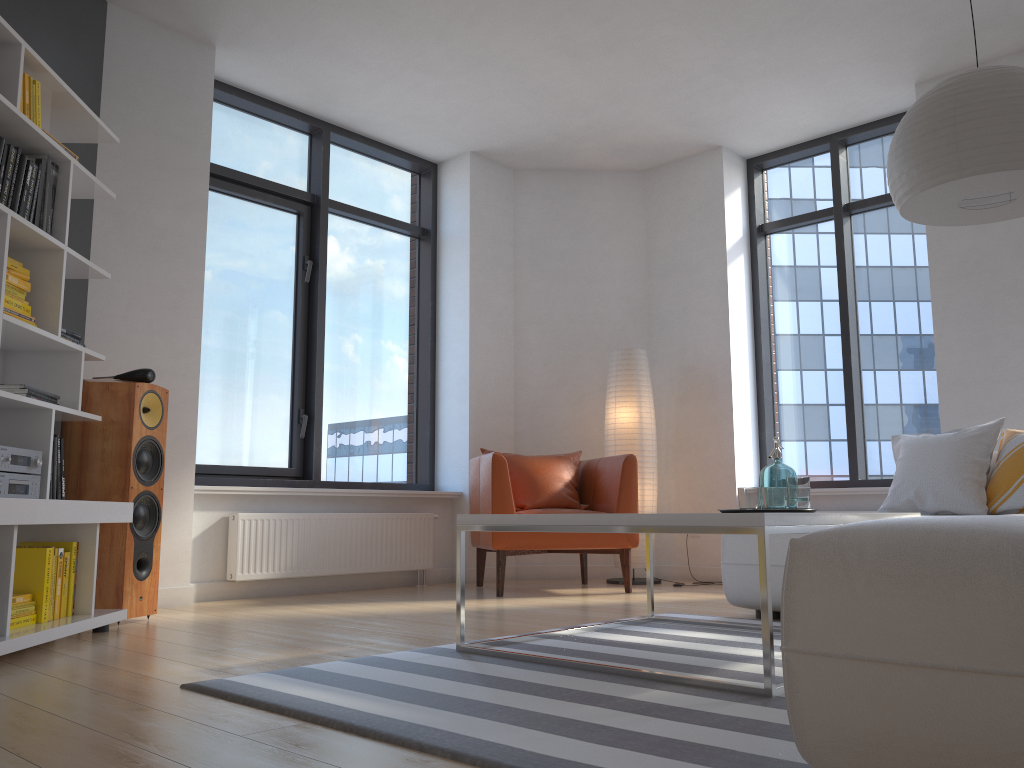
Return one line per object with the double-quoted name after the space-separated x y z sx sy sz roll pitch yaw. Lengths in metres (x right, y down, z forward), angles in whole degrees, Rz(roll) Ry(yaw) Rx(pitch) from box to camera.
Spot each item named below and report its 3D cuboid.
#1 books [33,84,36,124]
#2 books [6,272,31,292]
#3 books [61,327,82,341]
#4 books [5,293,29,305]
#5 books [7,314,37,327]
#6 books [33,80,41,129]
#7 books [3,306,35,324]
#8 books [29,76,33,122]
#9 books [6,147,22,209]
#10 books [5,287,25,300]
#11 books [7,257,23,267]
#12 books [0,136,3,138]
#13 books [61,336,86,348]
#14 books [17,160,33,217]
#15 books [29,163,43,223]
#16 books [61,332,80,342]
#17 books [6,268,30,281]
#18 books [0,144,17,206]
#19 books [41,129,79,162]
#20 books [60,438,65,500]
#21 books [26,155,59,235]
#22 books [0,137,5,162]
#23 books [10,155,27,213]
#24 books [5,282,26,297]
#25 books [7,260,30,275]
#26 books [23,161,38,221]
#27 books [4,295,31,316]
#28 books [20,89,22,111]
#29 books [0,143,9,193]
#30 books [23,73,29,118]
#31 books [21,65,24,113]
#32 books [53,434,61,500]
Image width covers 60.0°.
-1.747 -0.982 3.145 0.108 0.161 0.046 0 -8 -3 "books"
-1.840 -0.366 3.108 0.176 0.033 0.239 0 -8 1 "books"
-1.805 -0.200 3.447 0.161 0.023 0.213 0 -8 1 "books"
-1.844 -0.306 3.085 0.189 0.014 0.251 0 -8 1 "books"
-1.817 -0.219 3.078 0.194 0.028 0.257 -1 -8 3 "books"
-1.762 -0.991 3.170 0.141 0.184 0.064 0 -8 -1 "books"
-1.826 -0.244 3.078 0.203 0.024 0.257 0 -8 1 "books"
-1.758 -0.994 3.128 0.128 0.178 0.044 0 -8 -2 "books"
-1.803 -0.694 3.034 0.197 0.260 0.066 0 -8 -2 "books"
-1.824 -0.324 3.079 0.145 0.023 0.217 -1 -8 2 "books"
-1.862 -0.441 3.110 0.163 0.023 0.223 -1 -8 2 "books"
-1.801 -0.706 2.936 0.192 0.254 0.075 0 -8 -3 "books"
-1.787 -0.162 3.440 0.161 0.023 0.213 0 -8 1 "books"
-1.791 -0.676 3.103 0.179 0.243 0.071 0 -8 -3 "books"
-1.806 -0.673 3.175 0.197 0.260 0.066 0 -8 -2 "books"
-1.790 -0.181 3.442 0.142 0.015 0.198 0 -8 -4 "books"
-1.842 -0.395 3.105 0.160 0.022 0.227 -2 -9 14 "books"
-1.801 -0.695 2.999 0.191 0.249 0.084 0 -8 -2 "books"
-1.819 -0.905 3.388 0.203 0.024 0.257 0 -8 1 "books"
-1.797 0.328 3.374 0.177 0.242 0.066 0 -8 -2 "books"
-1.837 -0.684 3.274 0.259 0.321 0.128 0 -8 -2 "books"
-1.774 -0.702 2.913 0.172 0.242 0.069 0 -8 -1 "books"
-1.776 -0.681 3.055 0.172 0.242 0.069 0 -8 -1 "books"
-1.842 -0.342 3.093 0.171 0.019 0.239 0 -8 -2 "books"
-1.839 -0.417 3.117 0.163 0.023 0.223 -1 -8 2 "books"
-1.803 -0.674 3.141 0.191 0.249 0.084 0 -8 -2 "books"
-1.831 -0.277 3.084 0.189 0.042 0.243 0 -8 -2 "books"
-1.756 -1.034 3.028 0.161 0.229 0.041 0 -8 -3 "books"
-1.795 -0.695 2.962 0.179 0.243 0.068 0 -8 -3 "books"
-1.764 -0.998 3.108 0.132 0.180 0.054 0 -8 -2 "books"
-1.785 -1.025 3.079 0.164 0.224 0.054 0 -8 -3 "books"
-1.803 0.318 3.345 0.193 0.255 0.066 0 -8 -2 "books"
